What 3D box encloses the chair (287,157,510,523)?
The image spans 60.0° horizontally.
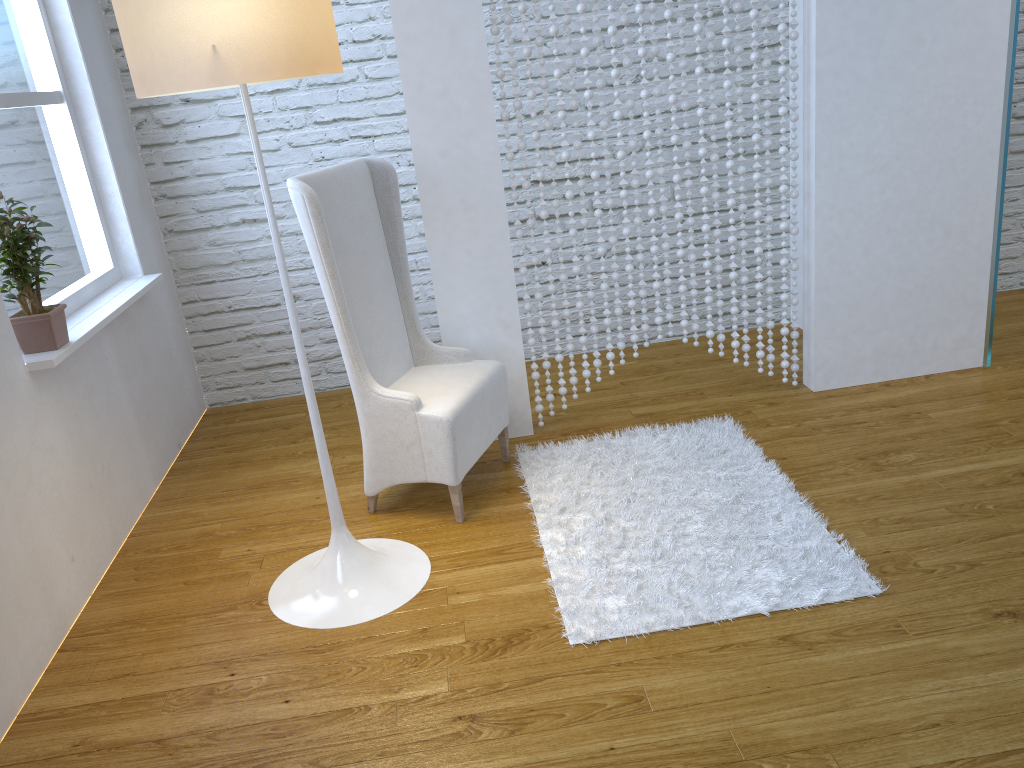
[{"bbox_3d":[-0.280,-0.137,2.513,0.378,0.971,0.467,1,22,20],"label":"chair"}]

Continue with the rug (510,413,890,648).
[{"bbox_3d":[0.410,0.317,2.377,0.756,0.048,1.084,-9,20,-4],"label":"rug"}]

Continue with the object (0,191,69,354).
[{"bbox_3d":[-1.229,-0.300,2.215,0.175,0.441,0.234,1,22,20],"label":"object"}]

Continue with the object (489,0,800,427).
[{"bbox_3d":[0.420,-0.867,2.671,0.923,2.037,0.050,-9,21,-3],"label":"object"}]

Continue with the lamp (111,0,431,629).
[{"bbox_3d":[-0.496,-0.181,1.982,0.413,1.465,0.408,-2,22,14],"label":"lamp"}]
